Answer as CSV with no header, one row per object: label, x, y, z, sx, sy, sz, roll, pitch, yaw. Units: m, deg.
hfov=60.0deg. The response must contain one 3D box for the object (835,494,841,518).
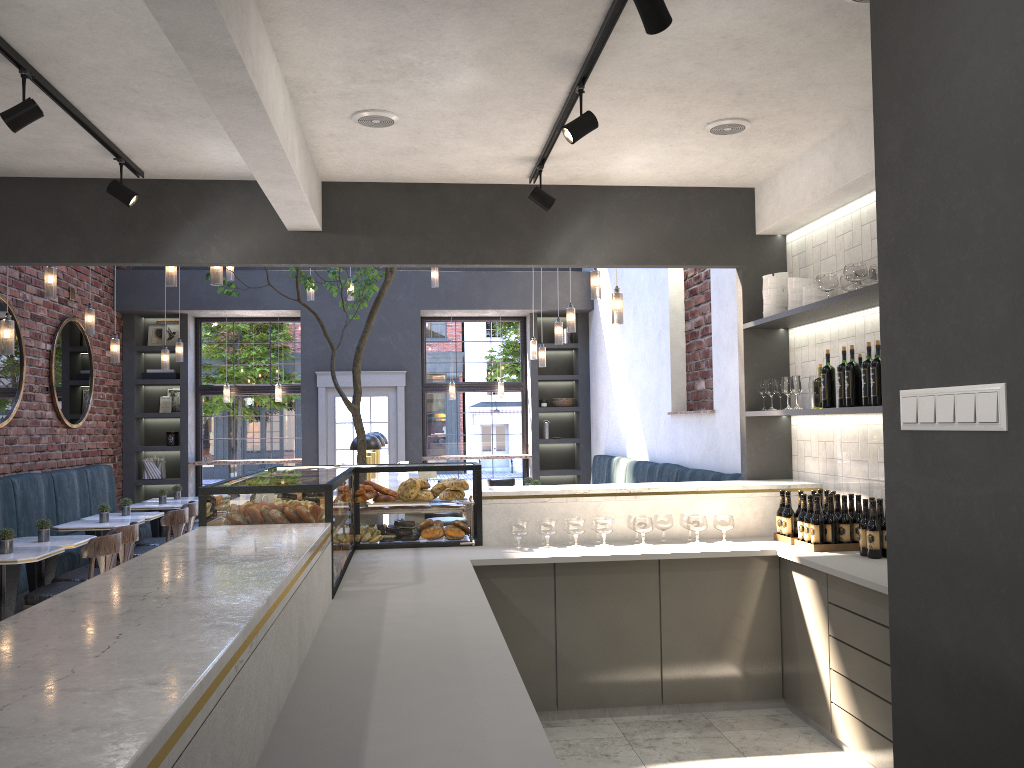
object,1.709,0.717,4.644,0.070,0.279,0.069,-1,-2,0

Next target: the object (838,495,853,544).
object,1.717,0.714,4.571,0.070,0.279,0.069,1,-3,-45

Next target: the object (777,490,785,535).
object,1.520,0.735,4.975,0.070,0.279,0.069,1,-3,-45

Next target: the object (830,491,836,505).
object,1.762,0.726,4.852,0.069,0.279,0.070,-2,-2,15

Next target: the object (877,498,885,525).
object,1.816,0.705,4.367,0.070,0.279,0.069,0,-2,-30

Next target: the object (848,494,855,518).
object,1.784,0.716,4.652,0.070,0.279,0.069,0,-2,-30

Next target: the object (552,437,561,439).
object,0.599,0.726,11.901,0.130,0.026,0.130,0,-3,-23

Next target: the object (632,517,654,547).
object,0.711,0.800,4.806,0.114,0.147,0.114,-1,-2,-2

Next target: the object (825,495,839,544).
object,1.643,0.714,4.561,0.070,0.279,0.069,-1,-2,-5

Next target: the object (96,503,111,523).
object,-3.453,1.089,7.504,0.118,0.165,0.122,0,-3,-29

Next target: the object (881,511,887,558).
object,1.825,0.701,4.293,0.069,0.279,0.070,-2,-2,15

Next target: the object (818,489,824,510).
object,1.743,0.733,5.000,0.070,0.279,0.069,-2,-2,25

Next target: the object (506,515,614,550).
object,0.260,0.809,4.850,0.575,0.147,0.256,-1,-2,-6

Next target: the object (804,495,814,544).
object,1.560,0.719,4.627,0.070,0.279,0.069,0,-2,-30

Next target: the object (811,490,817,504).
object,1.678,0.730,4.918,0.070,0.279,0.069,-1,-2,0

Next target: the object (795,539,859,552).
object,1.673,0.839,4.635,0.307,0.038,0.231,-1,-3,-6

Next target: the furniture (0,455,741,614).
furniture,-1.523,1.340,8.050,6.021,1.150,5.343,-1,-3,-6

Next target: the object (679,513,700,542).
object,0.996,0.803,4.970,0.114,0.147,0.114,-1,-2,-2

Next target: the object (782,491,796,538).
object,1.529,0.732,4.901,0.070,0.279,0.069,0,-2,-30

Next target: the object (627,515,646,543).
object,0.696,0.806,4.936,0.114,0.147,0.114,-1,-2,-2

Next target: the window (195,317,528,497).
window,-1.321,-1.318,5.892,6.405,5.362,12.714,-1,-3,-6

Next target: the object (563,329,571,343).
object,0.702,-0.641,12.076,0.214,0.215,0.213,-1,-2,3

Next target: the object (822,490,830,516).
object,1.753,0.729,4.926,0.070,0.279,0.069,0,-2,-30

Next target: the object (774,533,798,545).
object,1.642,0.852,4.908,0.307,0.038,0.231,-1,-3,-6

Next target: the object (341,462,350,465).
object,-1.773,0.885,9.471,0.176,0.098,0.204,-1,-2,-1

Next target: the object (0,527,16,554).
object,-3.248,1.004,5.695,0.118,0.165,0.122,0,-3,-29

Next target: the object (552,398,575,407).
object,0.697,0.253,12.027,0.305,0.123,0.305,-2,-3,14

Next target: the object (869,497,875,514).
object,1.807,0.708,4.441,0.070,0.279,0.069,-2,-2,25

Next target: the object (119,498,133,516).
object,-3.518,1.117,8.081,0.118,0.165,0.122,0,-3,-29

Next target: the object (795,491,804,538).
object,1.603,0.731,4.911,0.070,0.279,0.069,1,-3,-45

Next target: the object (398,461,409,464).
object,-1.176,0.881,9.572,0.176,0.097,0.301,0,-3,-15

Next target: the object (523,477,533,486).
object,0.196,1.156,10.294,0.118,0.165,0.122,0,-3,-29

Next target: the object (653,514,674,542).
object,0.846,0.804,4.953,0.114,0.147,0.114,-1,-2,-2

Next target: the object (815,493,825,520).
object,1.627,0.721,4.709,0.070,0.279,0.069,-1,-2,-5

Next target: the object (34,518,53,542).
object,-3.313,1.031,6.273,0.118,0.165,0.122,0,-3,-29

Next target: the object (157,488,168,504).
object,-3.653,1.173,9.270,0.118,0.165,0.122,0,-3,-29

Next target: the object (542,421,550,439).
object,0.459,0.618,11.917,0.098,0.247,0.098,-2,-3,33

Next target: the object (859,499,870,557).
object,1.742,0.706,4.358,0.070,0.279,0.069,-1,-2,0

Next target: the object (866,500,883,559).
object,1.749,0.702,4.285,0.070,0.279,0.069,1,-3,-45

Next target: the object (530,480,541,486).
object,0.262,1.129,9.716,0.118,0.165,0.122,0,-3,-29

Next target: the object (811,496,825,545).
object,1.569,0.715,4.551,0.070,0.279,0.069,0,-2,-20

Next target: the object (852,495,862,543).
object,1.793,0.713,4.578,0.069,0.279,0.070,-2,-2,15

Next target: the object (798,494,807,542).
object,1.552,0.722,4.701,0.070,0.279,0.069,1,-3,-45

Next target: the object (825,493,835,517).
object,1.701,0.721,4.717,0.070,0.279,0.069,0,-2,-30

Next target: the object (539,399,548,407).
object,0.425,0.257,11.973,0.116,0.119,0.117,0,-3,-30

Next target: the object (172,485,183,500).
object,-3.719,1.200,9.848,0.118,0.165,0.122,0,-3,-29
